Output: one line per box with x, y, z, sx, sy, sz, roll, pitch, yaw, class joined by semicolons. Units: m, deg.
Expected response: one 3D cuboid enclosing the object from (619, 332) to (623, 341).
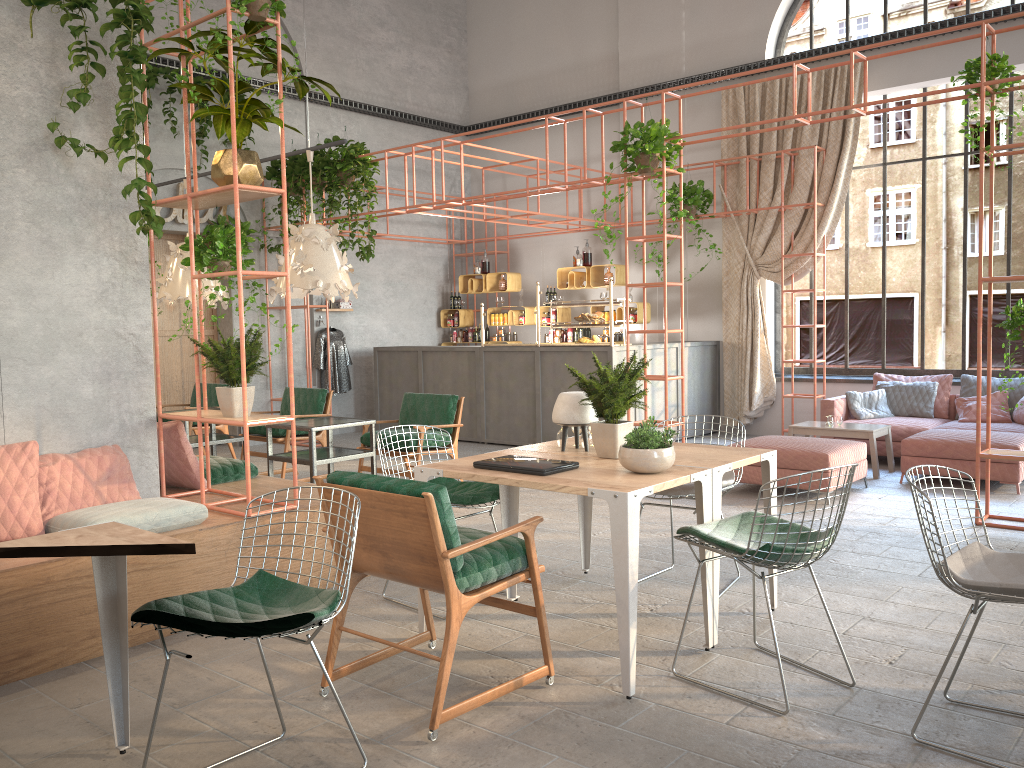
1.513;-0.655;12.235;0.073;0.131;0.073;1;4;33;object

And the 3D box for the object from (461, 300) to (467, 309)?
-0.770;-1.258;14.049;0.115;0.147;0.115;-2;4;-5;object

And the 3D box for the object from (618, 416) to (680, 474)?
0.593;0.265;3.907;0.254;0.247;0.248;2;5;40;object

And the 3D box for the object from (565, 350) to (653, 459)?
0.492;0.097;4.330;0.368;0.527;0.438;2;5;40;object

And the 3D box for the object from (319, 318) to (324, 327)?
-2.674;-0.864;12.407;0.049;0.121;0.093;2;5;43;object

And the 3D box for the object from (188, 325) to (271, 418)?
-1.554;-0.075;4.962;0.368;0.527;0.438;2;5;40;object

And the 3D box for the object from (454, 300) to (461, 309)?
-0.855;-1.250;13.949;0.115;0.147;0.115;-2;4;-5;object

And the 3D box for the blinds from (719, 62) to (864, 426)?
4.605;-1.583;10.004;4.957;4.389;0.414;2;5;41;blinds

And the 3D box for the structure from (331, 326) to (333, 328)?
-2.549;-0.800;12.585;0.019;0.044;0.066;2;5;40;structure

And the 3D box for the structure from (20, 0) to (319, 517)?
-2.750;-1.064;3.667;14.096;4.345;4.501;2;5;39;structure

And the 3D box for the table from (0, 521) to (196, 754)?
-1.155;0.933;2.498;1.214;0.830;0.694;2;5;40;table

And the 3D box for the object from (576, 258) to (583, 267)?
0.943;-1.696;12.358;0.088;0.123;0.088;-1;4;7;object

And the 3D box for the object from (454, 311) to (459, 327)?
-0.855;-1.023;13.948;0.094;0.248;0.072;2;5;40;object

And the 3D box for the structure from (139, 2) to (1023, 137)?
0.111;-3.462;4.046;15.203;0.110;15.603;2;5;40;structure

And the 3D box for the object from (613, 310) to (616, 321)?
1.373;-0.912;12.044;0.069;0.191;0.069;-4;4;-32;object

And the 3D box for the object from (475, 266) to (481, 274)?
-0.521;-1.745;13.598;0.088;0.123;0.088;-1;4;7;object

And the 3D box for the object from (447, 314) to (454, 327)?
-0.966;-1.002;14.060;0.131;0.207;0.131;-2;4;-5;object

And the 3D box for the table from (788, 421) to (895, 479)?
3.225;0.634;8.741;0.916;0.455;0.520;2;5;40;table

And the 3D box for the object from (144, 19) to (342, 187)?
-1.456;-1.543;4.891;0.934;0.947;0.903;-1;4;2;object

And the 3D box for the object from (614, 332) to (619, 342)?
1.424;-0.646;12.123;0.073;0.131;0.073;1;4;33;object

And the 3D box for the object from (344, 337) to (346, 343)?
-2.405;-0.637;12.746;0.033;0.146;0.070;0;4;12;object

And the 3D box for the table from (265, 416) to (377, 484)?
-1.464;0.688;6.865;0.602;0.798;0.635;2;5;40;table

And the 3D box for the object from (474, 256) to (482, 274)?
-0.531;-1.850;13.832;0.134;0.301;0.134;1;4;29;object

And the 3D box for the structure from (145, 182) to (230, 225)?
-4.046;-2.202;10.800;0.063;0.505;1.312;2;5;40;structure

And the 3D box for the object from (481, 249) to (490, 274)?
-0.409;-1.885;13.678;0.134;0.386;0.134;-2;4;-16;object

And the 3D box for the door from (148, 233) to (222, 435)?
-4.540;-0.537;11.396;0.551;2.729;1.360;2;5;40;door

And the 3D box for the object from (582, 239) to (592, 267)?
1.056;-1.835;12.438;0.134;0.386;0.134;1;4;29;object

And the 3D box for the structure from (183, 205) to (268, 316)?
-3.712;-1.613;11.367;0.921;1.527;0.950;2;5;39;structure

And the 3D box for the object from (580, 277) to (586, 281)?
1.002;-1.426;12.381;0.141;0.142;0.123;2;5;40;object

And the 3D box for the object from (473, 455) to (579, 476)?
0.063;0.373;4.083;0.427;0.031;0.268;2;5;40;object

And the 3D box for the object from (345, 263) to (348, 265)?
-2.431;-1.685;12.592;0.013;0.101;0.263;2;5;40;object

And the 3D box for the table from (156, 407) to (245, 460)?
-2.803;0.642;7.998;0.602;0.798;0.635;2;5;40;table

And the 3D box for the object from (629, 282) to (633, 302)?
1.597;-1.239;12.031;0.075;0.273;0.075;1;4;29;object

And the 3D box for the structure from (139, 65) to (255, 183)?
-3.979;-3.036;10.680;0.856;1.514;1.939;1;5;34;structure

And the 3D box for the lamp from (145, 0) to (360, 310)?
-2.918;-2.684;7.802;4.456;4.052;0.704;2;5;40;lamp

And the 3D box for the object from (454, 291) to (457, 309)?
-0.898;-1.328;14.062;0.066;0.291;0.066;-5;5;-43;object

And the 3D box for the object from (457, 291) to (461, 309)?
-0.844;-1.333;14.122;0.066;0.291;0.066;-2;4;-10;object

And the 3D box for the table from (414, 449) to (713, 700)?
0.222;0.798;4.113;1.205;0.830;0.694;2;5;40;table

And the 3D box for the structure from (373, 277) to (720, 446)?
0.418;-0.328;12.256;4.057;2.022;2.579;2;5;40;structure

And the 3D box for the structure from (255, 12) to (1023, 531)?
3.354;-0.947;8.416;14.689;4.247;4.157;2;5;40;structure

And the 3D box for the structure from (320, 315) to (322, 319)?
-2.667;-0.940;12.436;0.019;0.044;0.066;2;5;40;structure

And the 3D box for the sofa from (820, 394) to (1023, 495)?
4.140;0.506;8.747;2.219;0.672;1.960;2;5;40;sofa

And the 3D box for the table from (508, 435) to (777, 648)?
0.669;0.753;4.645;1.214;0.830;0.694;2;5;40;table

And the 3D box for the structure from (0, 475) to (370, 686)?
-4.469;0.979;5.635;5.831;0.500;4.386;2;5;40;structure

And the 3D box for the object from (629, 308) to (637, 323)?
1.635;-0.915;11.877;0.131;0.207;0.131;-2;4;-5;object

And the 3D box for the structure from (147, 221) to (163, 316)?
-4.534;-1.548;10.333;0.921;1.527;0.950;-2;4;-16;structure

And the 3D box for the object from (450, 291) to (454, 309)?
-0.947;-1.323;14.002;0.066;0.291;0.066;-1;4;10;object

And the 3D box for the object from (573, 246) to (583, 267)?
0.934;-1.800;12.592;0.134;0.301;0.134;1;4;29;object

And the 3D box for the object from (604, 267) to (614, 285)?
1.330;-1.479;12.179;0.137;0.261;0.137;-2;4;-14;object
